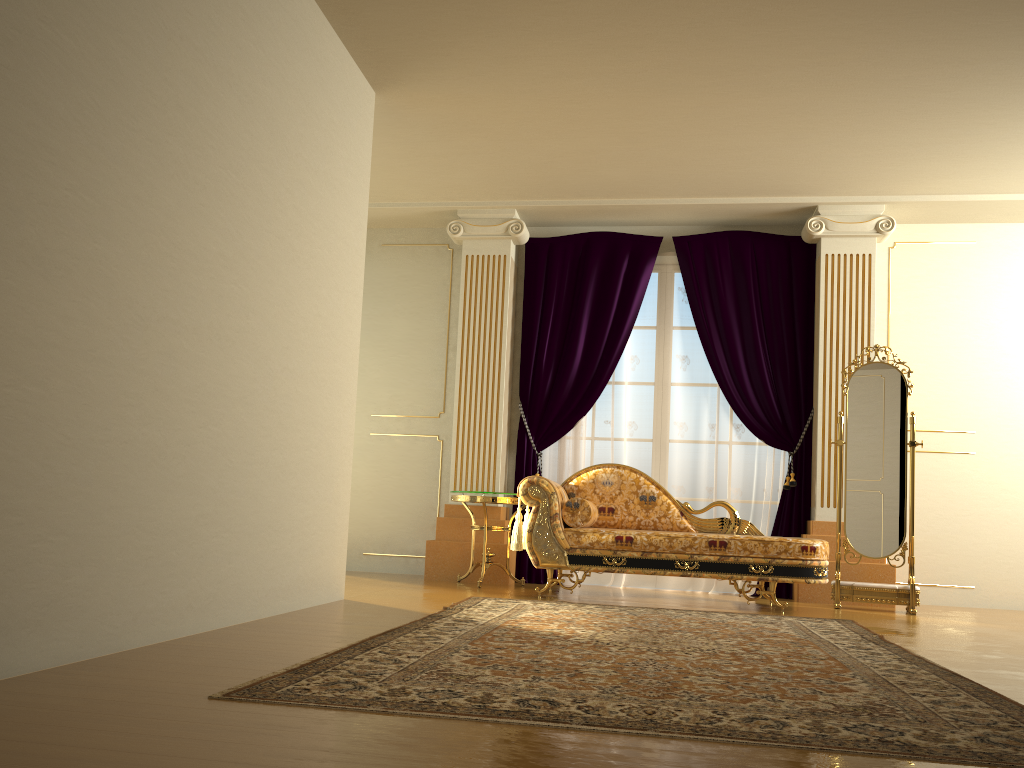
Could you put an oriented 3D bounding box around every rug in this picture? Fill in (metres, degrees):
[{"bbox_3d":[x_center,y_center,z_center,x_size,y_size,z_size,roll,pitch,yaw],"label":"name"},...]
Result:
[{"bbox_3d":[0.558,1.016,3.472,2.116,0.017,3.104,1,-9,10],"label":"rug"}]

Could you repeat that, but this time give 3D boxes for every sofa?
[{"bbox_3d":[0.976,0.918,5.500,1.892,0.865,0.698,1,-6,10],"label":"sofa"}]

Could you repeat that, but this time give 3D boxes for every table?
[{"bbox_3d":[-0.156,1.071,6.083,0.573,0.639,0.573,7,-8,-35],"label":"table"}]

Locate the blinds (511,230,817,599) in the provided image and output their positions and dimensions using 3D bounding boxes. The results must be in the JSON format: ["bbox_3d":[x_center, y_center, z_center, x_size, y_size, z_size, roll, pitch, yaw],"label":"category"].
[{"bbox_3d":[1.107,0.191,6.532,2.234,2.636,0.341,2,-5,10],"label":"blinds"}]

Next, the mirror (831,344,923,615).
[{"bbox_3d":[2.308,0.582,5.617,0.541,1.689,0.244,1,-5,20],"label":"mirror"}]
